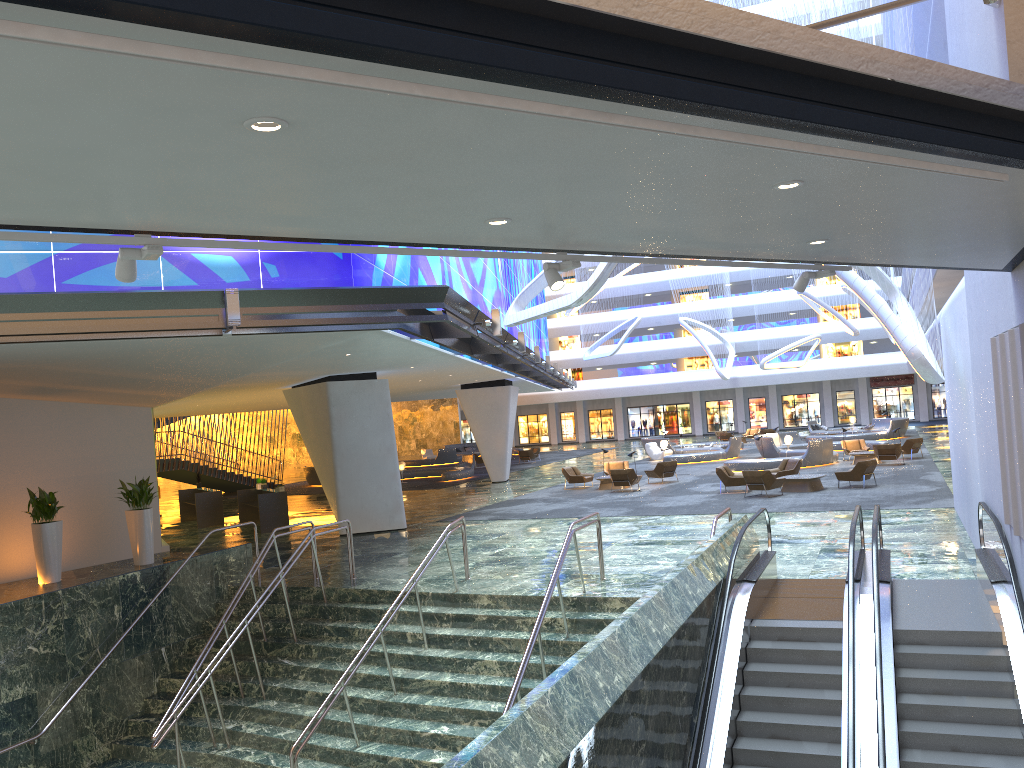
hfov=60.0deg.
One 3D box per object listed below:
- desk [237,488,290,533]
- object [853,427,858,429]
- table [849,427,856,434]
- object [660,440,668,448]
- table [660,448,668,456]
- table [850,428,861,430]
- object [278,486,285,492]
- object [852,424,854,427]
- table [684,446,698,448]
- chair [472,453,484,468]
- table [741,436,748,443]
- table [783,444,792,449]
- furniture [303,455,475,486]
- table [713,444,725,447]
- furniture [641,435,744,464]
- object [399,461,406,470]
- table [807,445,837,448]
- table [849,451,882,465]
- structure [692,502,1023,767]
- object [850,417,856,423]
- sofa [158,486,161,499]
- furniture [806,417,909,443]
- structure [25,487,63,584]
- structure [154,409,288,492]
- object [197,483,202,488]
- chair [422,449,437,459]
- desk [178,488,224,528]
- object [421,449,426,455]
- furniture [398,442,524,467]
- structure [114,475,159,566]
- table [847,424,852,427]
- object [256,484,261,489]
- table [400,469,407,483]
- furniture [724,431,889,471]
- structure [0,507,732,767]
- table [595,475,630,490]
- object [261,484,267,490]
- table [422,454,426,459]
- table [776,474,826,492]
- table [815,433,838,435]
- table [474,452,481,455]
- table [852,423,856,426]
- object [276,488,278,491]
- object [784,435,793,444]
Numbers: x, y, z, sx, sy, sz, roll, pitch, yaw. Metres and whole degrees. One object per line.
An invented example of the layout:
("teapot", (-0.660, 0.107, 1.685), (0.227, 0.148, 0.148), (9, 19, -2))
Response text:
("desk", (-7.417, 3.719, 26.317), (0.813, 1.097, 2.982), (-4, -2, -28))
("object", (20.108, 2.586, 52.051), (0.381, 0.038, 0.381), (-5, -2, 15))
("table", (18.743, 2.691, 48.836), (0.418, 0.595, 0.427), (-5, -1, 19))
("object", (7.226, 2.860, 42.080), (0.367, 0.387, 0.318), (-5, -1, 5))
("table", (7.224, 3.352, 42.049), (0.418, 0.595, 0.428), (-4, -1, -3))
("table", (20.137, 2.801, 51.931), (0.671, 0.406, 0.673), (-5, -2, 19))
("object", (-6.588, 2.996, 25.289), (0.149, 0.149, 0.149), (-4, -1, -32))
("object", (20.052, 2.479, 52.028), (0.131, 0.252, 0.103), (-4, 0, 6))
("table", (9.301, 3.440, 46.030), (0.674, 0.406, 0.670), (-6, -2, 43))
("chair", (-1.700, 4.222, 49.184), (0.938, 0.766, 0.930), (-4, -1, -6))
("table", (13.372, 3.358, 52.832), (1.202, 0.392, 1.205), (-3, -2, -31))
("table", (11.675, 2.850, 37.463), (0.418, 0.595, 0.427), (-5, -1, 22))
("furniture", (-6.094, 4.222, 43.154), (9.941, 0.969, 5.180), (-6, -2, 40))
("table", (10.776, 3.314, 45.698), (0.673, 0.406, 0.672), (-4, -1, -15))
("furniture", (8.750, 3.095, 43.873), (5.189, 0.969, 9.925), (-5, -2, 15))
("object", (-5.116, 3.782, 41.045), (0.318, 0.387, 0.366), (-5, -1, 30))
("table", (13.264, 2.856, 37.916), (1.204, 0.392, 1.202), (-5, -2, 23))
("table", (12.915, 2.689, 32.271), (1.204, 0.392, 1.202), (-5, -2, 23))
("structure", (1.726, 5.837, 4.070), (3.019, 8.238, 19.817), (-5, -2, 23))
("object", (20.958, 2.228, 54.482), (0.367, 0.387, 0.318), (-5, -1, 5))
("sofa", (-16.629, 4.765, 37.130), (3.412, 1.180, 1.064), (-3, -2, -41))
("furniture", (19.209, 2.478, 49.553), (5.190, 0.969, 9.923), (-5, -2, 20))
("structure", (-9.840, 3.172, 18.714), (0.772, 2.051, 1.022), (-4, 0, -6))
("structure", (-17.090, 2.813, 44.494), (11.994, 6.246, 16.480), (-5, -2, 23))
("object", (-10.668, 3.464, 30.225), (0.158, 0.181, 0.158), (-4, -1, -22))
("chair", (-5.480, 4.785, 58.750), (0.728, 0.882, 1.158), (-4, -1, -23))
("desk", (-10.199, 4.028, 29.018), (0.812, 1.097, 2.982), (-4, -2, -30))
("object", (-5.782, 4.411, 57.881), (0.367, 0.387, 0.318), (-5, -1, 30))
("furniture", (-3.656, 4.572, 58.885), (5.193, 0.969, 9.916), (-6, -3, 40))
("structure", (-8.579, 3.133, 20.439), (1.022, 2.051, 0.773), (-4, 0, 2))
("table", (20.429, 2.713, 53.298), (0.417, 0.595, 0.428), (-4, -1, -23))
("object", (-7.760, 3.156, 27.256), (0.150, 0.145, 0.150), (-4, -1, -33))
("table", (-5.067, 4.269, 40.995), (0.428, 0.595, 0.417), (-5, -1, 22))
("furniture", (11.646, 2.617, 36.447), (5.193, 0.969, 9.916), (-6, -3, 40))
("structure", (-4.340, 6.413, 6.199), (9.314, 8.398, 19.722), (-5, -2, 23))
("table", (3.498, 3.349, 30.204), (1.204, 0.392, 1.202), (-5, -2, 23))
("object", (-7.528, 3.127, 26.922), (0.150, 0.145, 0.150), (-4, -1, -33))
("table", (-5.793, 4.904, 57.870), (0.418, 0.595, 0.427), (-5, -1, 22))
("table", (8.195, 2.808, 25.044), (1.205, 0.392, 1.202), (-6, -2, 41))
("table", (17.198, 2.911, 48.431), (1.204, 0.392, 1.202), (-5, -2, 23))
("table", (-2.233, 4.834, 60.601), (0.670, 0.406, 0.674), (-4, -2, -22))
("table", (20.956, 2.720, 54.451), (0.418, 0.595, 0.428), (-4, -1, -3))
("object", (-6.716, 3.033, 25.499), (0.111, 0.108, 0.108), (-4, -1, -32))
("object", (11.687, 2.356, 37.474), (0.367, 0.387, 0.318), (-5, -1, 30))
